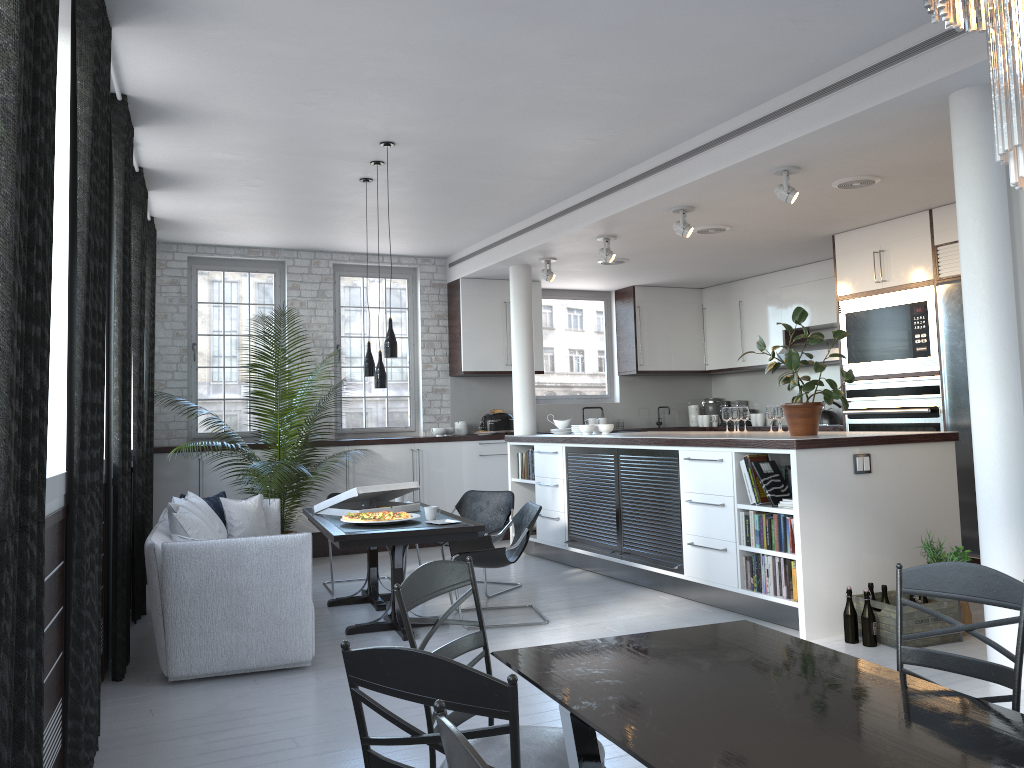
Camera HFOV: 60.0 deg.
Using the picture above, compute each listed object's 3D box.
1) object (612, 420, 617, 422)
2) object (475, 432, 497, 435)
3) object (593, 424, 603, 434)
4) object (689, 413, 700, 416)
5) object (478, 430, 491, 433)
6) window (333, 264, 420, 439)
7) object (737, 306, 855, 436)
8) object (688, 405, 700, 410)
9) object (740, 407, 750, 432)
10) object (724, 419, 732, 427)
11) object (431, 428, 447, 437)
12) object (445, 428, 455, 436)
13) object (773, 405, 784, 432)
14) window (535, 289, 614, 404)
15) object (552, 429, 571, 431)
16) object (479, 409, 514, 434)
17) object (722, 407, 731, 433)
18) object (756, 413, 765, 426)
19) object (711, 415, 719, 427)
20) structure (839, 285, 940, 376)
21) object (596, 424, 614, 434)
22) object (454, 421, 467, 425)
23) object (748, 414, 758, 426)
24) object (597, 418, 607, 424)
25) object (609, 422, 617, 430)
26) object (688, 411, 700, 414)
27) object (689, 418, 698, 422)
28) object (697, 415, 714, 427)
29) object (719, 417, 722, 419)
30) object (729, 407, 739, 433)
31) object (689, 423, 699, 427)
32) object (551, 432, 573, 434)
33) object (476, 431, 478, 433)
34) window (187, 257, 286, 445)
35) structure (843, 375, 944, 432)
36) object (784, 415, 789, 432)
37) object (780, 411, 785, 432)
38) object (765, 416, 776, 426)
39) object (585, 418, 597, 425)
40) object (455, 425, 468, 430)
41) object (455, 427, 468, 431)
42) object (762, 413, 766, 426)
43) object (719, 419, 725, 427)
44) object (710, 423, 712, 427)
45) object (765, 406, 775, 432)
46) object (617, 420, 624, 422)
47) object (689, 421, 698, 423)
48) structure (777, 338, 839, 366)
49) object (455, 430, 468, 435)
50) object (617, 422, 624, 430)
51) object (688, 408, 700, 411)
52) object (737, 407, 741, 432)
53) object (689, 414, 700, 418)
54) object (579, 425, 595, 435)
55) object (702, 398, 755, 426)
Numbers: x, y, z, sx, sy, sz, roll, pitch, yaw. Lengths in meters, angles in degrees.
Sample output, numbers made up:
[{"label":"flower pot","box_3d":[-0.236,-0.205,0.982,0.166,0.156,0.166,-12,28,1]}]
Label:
[{"label":"object","box_3d":[1.308,0.499,11.136,0.094,0.098,0.094,1,-5,-42]},{"label":"object","box_3d":[-0.304,0.568,10.112,0.261,0.028,0.261,0,-3,-38]},{"label":"object","box_3d":[0.827,0.444,8.674,0.156,0.093,0.156,1,-4,-39]},{"label":"object","box_3d":[2.414,0.412,11.720,0.153,0.060,0.153,0,-3,-25]},{"label":"object","box_3d":[-0.312,0.552,10.114,0.138,0.044,0.136,-3,-3,27]},{"label":"window","box_3d":[-3.086,-0.487,14.501,8.135,6.087,9.123,0,-3,-25]},{"label":"object","box_3d":[1.986,-0.089,6.143,0.774,0.893,0.436,-4,-5,32]},{"label":"object","box_3d":[2.406,0.314,11.726,0.153,0.070,0.152,-3,-3,21]},{"label":"object","box_3d":[2.003,0.306,7.620,0.082,0.223,0.082,1,-5,-31]},{"label":"object","box_3d":[2.723,0.489,11.160,0.094,0.098,0.093,-1,-3,-8]},{"label":"object","box_3d":[-0.816,0.545,9.999,0.156,0.093,0.156,0,-3,-27]},{"label":"object","box_3d":[-0.730,0.548,10.143,0.156,0.093,0.156,1,-4,-45]},{"label":"object","box_3d":[2.181,0.287,7.245,0.082,0.223,0.082,-2,-4,8]},{"label":"window","box_3d":[0.725,-0.479,11.313,1.298,1.463,0.132,0,-5,-25]},{"label":"object","box_3d":[0.527,0.484,9.153,0.261,0.028,0.261,-2,-2,3]},{"label":"object","box_3d":[-0.185,0.444,10.428,0.414,0.292,0.278,0,-4,-25]},{"label":"object","box_3d":[1.866,0.313,7.697,0.082,0.223,0.082,-3,-4,12]},{"label":"object","box_3d":[3.048,0.440,10.885,0.109,0.152,0.138,-1,-4,-11]},{"label":"object","box_3d":[2.626,0.473,11.434,0.109,0.152,0.138,0,-4,-26]},{"label":"structure","box_3d":[3.689,-0.441,7.927,0.957,0.706,1.029,0,-3,-25]},{"label":"object","box_3d":[0.901,0.435,8.515,0.156,0.093,0.156,-1,-3,-11]},{"label":"object","box_3d":[-0.595,0.473,10.342,0.153,0.075,0.152,-3,-3,32]},{"label":"object","box_3d":[3.000,0.445,10.981,0.138,0.152,0.108,-1,-4,-3]},{"label":"object","box_3d":[1.098,0.490,10.736,0.109,0.152,0.138,-3,-4,25]},{"label":"object","box_3d":[1.256,0.525,10.999,0.094,0.098,0.094,1,-5,-42]},{"label":"object","box_3d":[2.411,0.376,11.721,0.153,0.076,0.153,-1,-3,-4]},{"label":"object","box_3d":[2.419,0.473,11.712,0.153,0.063,0.152,-2,-3,4]},{"label":"object","box_3d":[2.488,0.478,11.463,0.134,0.152,0.249,0,-3,-24]},{"label":"object","box_3d":[2.680,0.464,11.259,0.094,0.098,0.093,-1,-3,-8]},{"label":"object","box_3d":[1.909,0.309,7.604,0.082,0.223,0.082,1,-5,-34]},{"label":"object","box_3d":[2.423,0.539,11.711,0.153,0.056,0.153,-2,-3,18]},{"label":"object","box_3d":[0.528,0.506,9.151,0.261,0.028,0.261,0,-3,-36]},{"label":"object","box_3d":[-0.338,0.560,10.159,0.136,0.037,0.138,0,-3,-27]},{"label":"window","box_3d":[-2.967,-0.363,9.561,1.033,1.997,0.132,0,-5,-25]},{"label":"structure","box_3d":[3.662,0.464,7.830,1.024,1.030,1.046,0,-4,-25]},{"label":"object","box_3d":[2.273,0.285,7.265,0.082,0.223,0.082,-1,-4,-11]},{"label":"object","box_3d":[2.229,0.290,7.355,0.082,0.223,0.082,-4,-5,30]},{"label":"object","box_3d":[3.181,0.437,10.924,0.138,0.152,0.108,-1,-4,-18]},{"label":"object","box_3d":[0.973,0.494,10.767,0.138,0.152,0.108,0,-4,-30]},{"label":"object","box_3d":[-0.592,0.506,10.338,0.153,0.063,0.152,-2,-3,4]},{"label":"object","box_3d":[-0.591,0.536,10.337,0.154,0.074,0.152,-1,-3,-22]},{"label":"object","box_3d":[3.114,0.444,11.039,0.138,0.152,0.109,-4,-5,36]},{"label":"object","box_3d":[2.679,0.494,11.254,0.094,0.098,0.093,-1,-3,-8]},{"label":"object","box_3d":[2.584,0.480,11.571,0.109,0.152,0.138,-4,-4,28]},{"label":"object","box_3d":[2.141,0.291,7.332,0.082,0.223,0.082,-4,-5,31]},{"label":"object","box_3d":[1.352,0.494,11.043,0.094,0.098,0.093,-1,-3,-8]},{"label":"object","box_3d":[2.421,0.503,11.711,0.154,0.074,0.152,-1,-3,-22]},{"label":"structure","box_3d":[3.502,-0.359,9.822,0.522,0.250,1.040,0,-3,-25]},{"label":"object","box_3d":[-0.588,0.571,10.337,0.153,0.056,0.153,-2,-3,18]},{"label":"object","box_3d":[1.353,0.523,11.040,0.094,0.098,0.093,-1,-3,-8]},{"label":"object","box_3d":[2.410,0.346,11.721,0.153,0.067,0.152,-3,-3,21]},{"label":"object","box_3d":[1.962,0.311,7.702,0.082,0.223,0.082,1,-5,-35]},{"label":"object","box_3d":[2.417,0.441,11.717,0.153,0.075,0.152,-3,-3,32]},{"label":"object","box_3d":[0.722,0.440,8.513,0.156,0.093,0.156,0,-3,-25]},{"label":"object","box_3d":[2.828,0.358,11.513,0.243,0.375,0.872,1,-3,-29]}]
